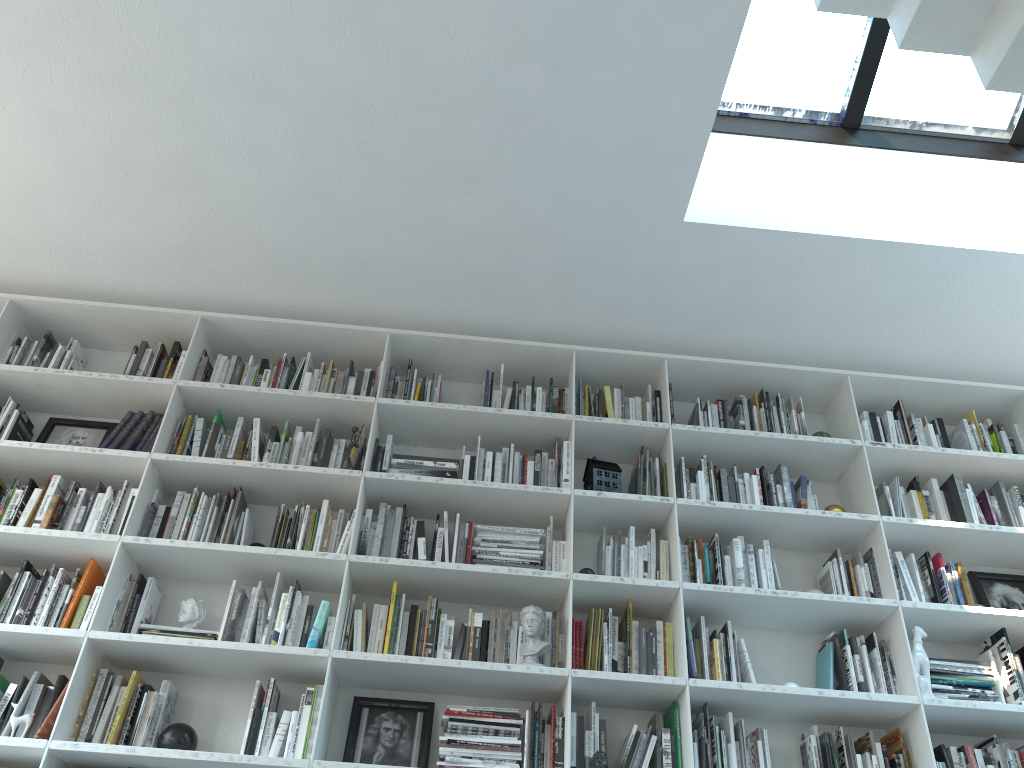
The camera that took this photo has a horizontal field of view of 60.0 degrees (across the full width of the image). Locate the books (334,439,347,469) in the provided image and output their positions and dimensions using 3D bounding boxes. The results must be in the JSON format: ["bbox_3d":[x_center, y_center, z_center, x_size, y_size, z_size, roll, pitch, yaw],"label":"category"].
[{"bbox_3d":[-0.735,0.376,3.781,0.024,0.235,0.154,5,-37,-2],"label":"books"}]

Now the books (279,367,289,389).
[{"bbox_3d":[-1.025,0.056,3.988,0.029,0.234,0.131,5,-37,-2],"label":"books"}]

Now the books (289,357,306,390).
[{"bbox_3d":[-0.970,0.036,3.987,0.052,0.271,0.173,5,-37,-2],"label":"books"}]

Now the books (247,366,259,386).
[{"bbox_3d":[-1.171,0.052,3.995,0.025,0.233,0.130,5,-37,-2],"label":"books"}]

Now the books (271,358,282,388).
[{"bbox_3d":[-1.055,0.038,3.981,0.013,0.250,0.184,5,-37,-2],"label":"books"}]

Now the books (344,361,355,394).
[{"bbox_3d":[-0.740,0.055,4.003,0.013,0.284,0.160,5,-37,-2],"label":"books"}]

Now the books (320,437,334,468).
[{"bbox_3d":[-0.782,0.368,3.759,0.030,0.216,0.183,5,-37,-2],"label":"books"}]

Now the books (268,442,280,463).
[{"bbox_3d":[-1.003,0.366,3.744,0.028,0.179,0.169,5,-37,-2],"label":"books"}]

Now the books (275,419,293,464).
[{"bbox_3d":[-0.979,0.317,3.783,0.012,0.306,0.146,5,-37,-2],"label":"books"}]

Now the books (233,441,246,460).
[{"bbox_3d":[-1.149,0.358,3.747,0.034,0.179,0.161,5,-37,-2],"label":"books"}]

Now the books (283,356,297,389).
[{"bbox_3d":[-1.002,0.033,3.989,0.013,0.274,0.165,5,-37,-2],"label":"books"}]

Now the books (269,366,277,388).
[{"bbox_3d":[-1.068,0.051,3.969,0.011,0.214,0.161,5,-37,-2],"label":"books"}]

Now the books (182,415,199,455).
[{"bbox_3d":[-1.375,0.295,3.789,0.014,0.307,0.130,5,-37,-2],"label":"books"}]

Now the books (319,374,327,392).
[{"bbox_3d":[-0.849,0.085,3.992,0.029,0.212,0.142,5,-37,-2],"label":"books"}]

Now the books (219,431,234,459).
[{"bbox_3d":[-1.201,0.332,3.748,0.029,0.217,0.158,5,-37,-2],"label":"books"}]

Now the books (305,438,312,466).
[{"bbox_3d":[-0.861,0.360,3.766,0.013,0.229,0.142,5,-37,-2],"label":"books"}]

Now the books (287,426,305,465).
[{"bbox_3d":[-0.928,0.337,3.788,0.026,0.285,0.138,5,-37,-2],"label":"books"}]

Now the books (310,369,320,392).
[{"bbox_3d":[-0.889,0.066,3.990,0.026,0.234,0.135,5,-37,-2],"label":"books"}]

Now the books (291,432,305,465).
[{"bbox_3d":[-0.904,0.349,3.751,0.021,0.225,0.192,5,-37,-2],"label":"books"}]

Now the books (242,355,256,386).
[{"bbox_3d":[-1.186,0.023,3.983,0.010,0.263,0.161,5,-37,-2],"label":"books"}]

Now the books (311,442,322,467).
[{"bbox_3d":[-0.832,0.376,3.770,0.024,0.212,0.151,5,-37,-2],"label":"books"}]

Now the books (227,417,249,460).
[{"bbox_3d":[-1.173,0.305,3.772,0.023,0.291,0.156,5,-37,-2],"label":"books"}]

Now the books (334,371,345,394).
[{"bbox_3d":[-0.770,0.075,3.962,0.026,0.199,0.188,5,-37,-2],"label":"books"}]

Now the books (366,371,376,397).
[{"bbox_3d":[-0.636,0.083,3.981,0.026,0.224,0.173,5,-37,-2],"label":"books"}]

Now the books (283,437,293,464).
[{"bbox_3d":[-0.947,0.359,3.753,0.010,0.207,0.174,5,-37,-2],"label":"books"}]

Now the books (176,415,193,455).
[{"bbox_3d":[-1.387,0.292,3.765,0.013,0.282,0.159,5,-37,-2],"label":"books"}]

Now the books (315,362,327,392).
[{"bbox_3d":[-0.868,0.056,4.001,0.014,0.267,0.157,5,-37,-2],"label":"books"}]

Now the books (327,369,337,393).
[{"bbox_3d":[-0.808,0.070,3.981,0.021,0.227,0.162,5,-37,-2],"label":"books"}]

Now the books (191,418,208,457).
[{"bbox_3d":[-1.324,0.304,3.768,0.067,0.273,0.169,5,-37,-2],"label":"books"}]

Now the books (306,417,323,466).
[{"bbox_3d":[-0.845,0.322,3.783,0.011,0.311,0.184,5,-37,-2],"label":"books"}]

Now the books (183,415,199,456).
[{"bbox_3d":[-1.362,0.291,3.765,0.010,0.285,0.149,5,-37,-2],"label":"books"}]

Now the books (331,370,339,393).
[{"bbox_3d":[-0.790,0.072,3.966,0.013,0.205,0.179,5,-37,-2],"label":"books"}]

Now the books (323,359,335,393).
[{"bbox_3d":[-0.824,0.049,3.987,0.014,0.265,0.193,5,-37,-2],"label":"books"}]

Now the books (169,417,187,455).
[{"bbox_3d":[-1.404,0.292,3.744,0.023,0.254,0.175,5,-37,-2],"label":"books"}]

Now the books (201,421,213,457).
[{"bbox_3d":[-1.285,0.308,3.759,0.011,0.258,0.158,5,-37,-2],"label":"books"}]

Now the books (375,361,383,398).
[{"bbox_3d":[-0.595,0.063,4.004,0.026,0.287,0.177,5,-37,-2],"label":"books"}]

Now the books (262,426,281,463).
[{"bbox_3d":[-1.028,0.334,3.774,0.027,0.263,0.169,5,-37,-2],"label":"books"}]

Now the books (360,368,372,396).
[{"bbox_3d":[-0.664,0.079,4.008,0.029,0.259,0.152,5,-37,-2],"label":"books"}]

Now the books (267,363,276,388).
[{"bbox_3d":[-1.080,0.047,3.980,0.013,0.233,0.155,5,-37,-2],"label":"books"}]

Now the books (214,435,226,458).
[{"bbox_3d":[-1.228,0.341,3.748,0.024,0.200,0.154,5,-37,-2],"label":"books"}]

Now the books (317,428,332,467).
[{"bbox_3d":[-0.808,0.349,3.796,0.022,0.289,0.147,5,-37,-2],"label":"books"}]

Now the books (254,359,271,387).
[{"bbox_3d":[-1.131,0.037,3.999,0.028,0.266,0.152,5,-37,-2],"label":"books"}]

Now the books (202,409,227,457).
[{"bbox_3d":[-1.272,0.282,3.769,0.012,0.313,0.172,5,-37,-2],"label":"books"}]

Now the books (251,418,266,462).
[{"bbox_3d":[-1.077,0.312,3.766,0.075,0.284,0.179,5,-37,-2],"label":"books"}]

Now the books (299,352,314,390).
[{"bbox_3d":[-0.937,0.030,4.012,0.014,0.313,0.167,5,-37,-2],"label":"books"}]

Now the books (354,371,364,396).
[{"bbox_3d":[-0.692,0.081,3.993,0.026,0.235,0.150,5,-37,-2],"label":"books"}]

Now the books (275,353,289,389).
[{"bbox_3d":[-1.042,0.022,3.997,0.010,0.297,0.152,5,-37,-2],"label":"books"}]

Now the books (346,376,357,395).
[{"bbox_3d":[-0.721,0.093,3.968,0.031,0.183,0.178,5,-37,-2],"label":"books"}]

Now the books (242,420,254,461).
[{"bbox_3d":[-1.122,0.312,3.794,0.013,0.313,0.136,5,-37,-2],"label":"books"}]

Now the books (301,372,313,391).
[{"bbox_3d":[-0.918,0.077,3.968,0.031,0.189,0.182,5,-37,-2],"label":"books"}]

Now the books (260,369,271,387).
[{"bbox_3d":[-1.103,0.060,3.973,0.030,0.200,0.153,5,-37,-2],"label":"books"}]

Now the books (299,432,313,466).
[{"bbox_3d":[-0.880,0.349,3.777,0.028,0.259,0.136,5,-37,-2],"label":"books"}]

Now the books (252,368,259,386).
[{"bbox_3d":[-1.152,0.056,3.983,0.012,0.214,0.151,5,-37,-2],"label":"books"}]

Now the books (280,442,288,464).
[{"bbox_3d":[-0.966,0.372,3.775,0.024,0.211,0.129,5,-37,-2],"label":"books"}]

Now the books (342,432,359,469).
[{"bbox_3d":[-0.693,0.357,3.775,0.055,0.262,0.168,5,-37,-2],"label":"books"}]

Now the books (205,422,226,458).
[{"bbox_3d":[-1.253,0.314,3.748,0.031,0.240,0.182,5,-37,-2],"label":"books"}]

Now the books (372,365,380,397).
[{"bbox_3d":[-0.616,0.073,4.000,0.014,0.265,0.172,5,-37,-2],"label":"books"}]

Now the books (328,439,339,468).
[{"bbox_3d":[-0.757,0.371,3.764,0.022,0.221,0.162,5,-37,-2],"label":"books"}]
